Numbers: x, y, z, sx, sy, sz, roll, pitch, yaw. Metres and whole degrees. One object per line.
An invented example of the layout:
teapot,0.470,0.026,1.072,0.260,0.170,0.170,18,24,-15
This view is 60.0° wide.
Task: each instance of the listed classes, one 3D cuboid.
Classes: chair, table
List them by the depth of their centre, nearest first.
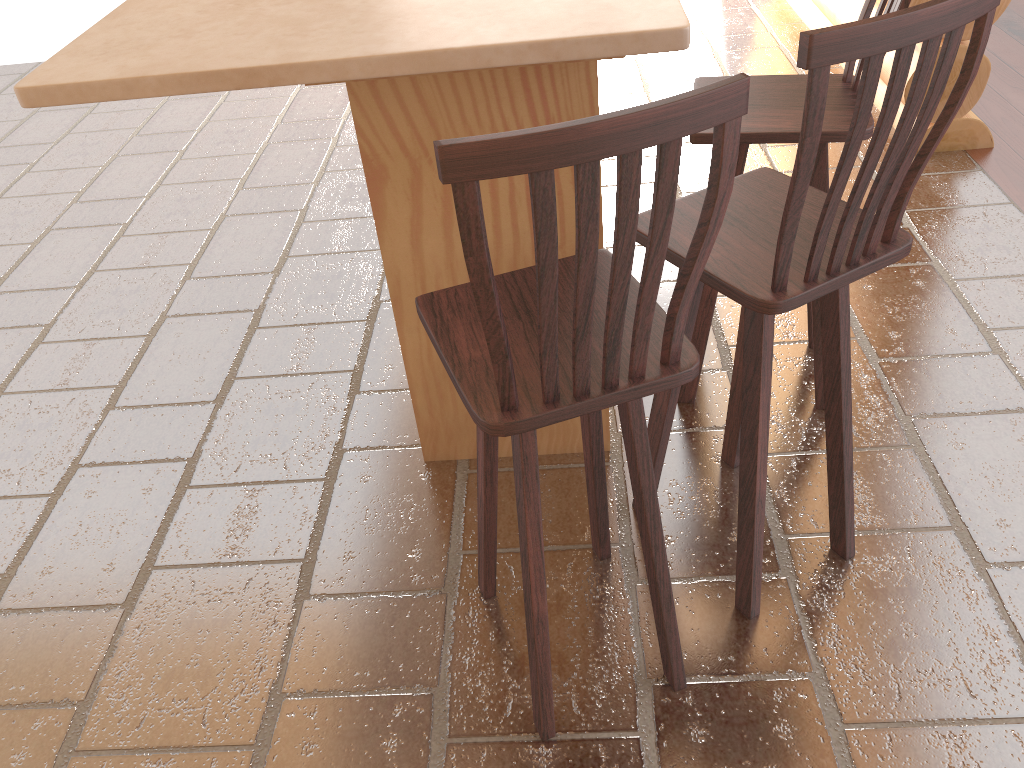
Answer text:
chair,0.095,0.070,1.630,0.406,1.319,0.504,-16,38,-12
chair,0.528,-0.138,1.832,0.406,1.319,0.504,-24,41,-21
chair,0.714,-0.556,2.344,0.504,1.319,0.406,3,39,12
table,-0.208,-1.050,3.175,1.196,1.257,3.220,-4,38,4
